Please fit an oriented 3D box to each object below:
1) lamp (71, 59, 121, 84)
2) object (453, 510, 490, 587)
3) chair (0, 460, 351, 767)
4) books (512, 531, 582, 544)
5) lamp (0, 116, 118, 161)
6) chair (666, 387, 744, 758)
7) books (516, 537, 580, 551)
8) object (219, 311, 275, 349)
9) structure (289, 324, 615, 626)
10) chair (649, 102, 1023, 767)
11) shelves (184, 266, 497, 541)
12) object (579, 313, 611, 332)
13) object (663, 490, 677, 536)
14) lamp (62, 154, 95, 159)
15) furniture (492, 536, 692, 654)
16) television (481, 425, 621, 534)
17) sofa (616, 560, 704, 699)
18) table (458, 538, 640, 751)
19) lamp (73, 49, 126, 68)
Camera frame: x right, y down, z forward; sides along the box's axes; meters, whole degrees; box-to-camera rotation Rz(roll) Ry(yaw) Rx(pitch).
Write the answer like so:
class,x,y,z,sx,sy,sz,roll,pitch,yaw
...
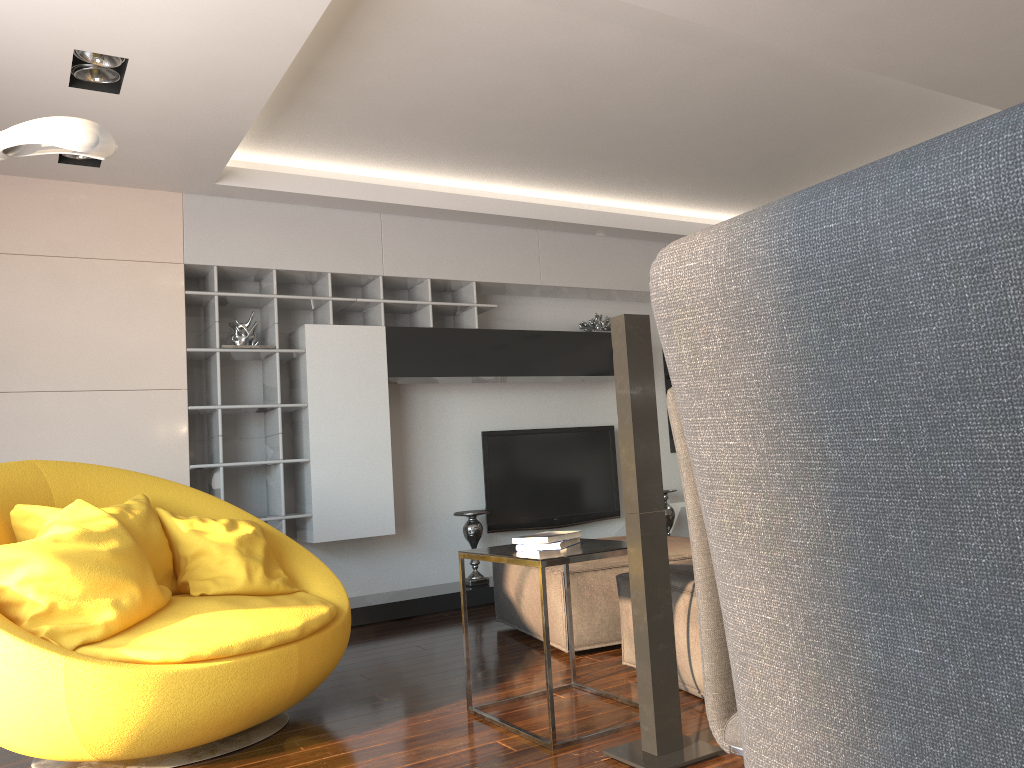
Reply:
class,x,y,z,sx,sy,sz,roll,pitch,yaw
lamp,-1.671,-1.255,3.530,0.183,0.077,0.170,-2,-6,-19
object,-0.247,1.067,5.734,0.252,0.475,0.227,1,-7,-39
chair,-1.249,0.733,3.118,1.090,1.006,1.580,-7,-6,26
books,0.123,0.533,3.058,0.147,0.022,0.216,-8,-7,35
lamp,-2.664,0.436,3.015,4.018,1.779,0.612,-8,-7,37
chair,0.577,0.449,1.317,0.449,0.965,0.543,0,-6,-31
books,0.131,0.556,3.070,0.158,0.023,0.239,-6,-6,19
object,-1.567,-0.300,5.120,0.299,0.227,0.270,-1,-6,-31
structure,0.047,0.524,6.035,3.031,1.767,0.456,-1,-6,-32
chair,0.436,0.379,0.469,0.601,0.965,0.406,0,-6,-32
shelves,-0.997,0.141,5.484,2.019,1.601,0.360,0,-6,-32
object,0.659,-0.443,6.623,0.339,0.177,0.308,-1,-6,-31
object,1.174,1.056,6.733,0.230,0.482,0.209,1,-7,-37
lamp,-2.124,-1.147,4.323,0.183,0.077,0.170,-2,-6,-19
furniture,0.560,1.016,4.530,1.141,0.440,1.051,-2,-6,-21
television,0.272,0.680,6.352,1.157,0.714,0.137,-1,-6,-32
sofa,1.485,0.795,4.285,2.584,0.704,2.627,-2,-6,-21
table,0.164,0.844,3.017,0.473,0.563,0.571,0,-6,-31
lamp,-1.587,-1.275,3.383,0.181,0.077,0.172,-3,-6,-12
